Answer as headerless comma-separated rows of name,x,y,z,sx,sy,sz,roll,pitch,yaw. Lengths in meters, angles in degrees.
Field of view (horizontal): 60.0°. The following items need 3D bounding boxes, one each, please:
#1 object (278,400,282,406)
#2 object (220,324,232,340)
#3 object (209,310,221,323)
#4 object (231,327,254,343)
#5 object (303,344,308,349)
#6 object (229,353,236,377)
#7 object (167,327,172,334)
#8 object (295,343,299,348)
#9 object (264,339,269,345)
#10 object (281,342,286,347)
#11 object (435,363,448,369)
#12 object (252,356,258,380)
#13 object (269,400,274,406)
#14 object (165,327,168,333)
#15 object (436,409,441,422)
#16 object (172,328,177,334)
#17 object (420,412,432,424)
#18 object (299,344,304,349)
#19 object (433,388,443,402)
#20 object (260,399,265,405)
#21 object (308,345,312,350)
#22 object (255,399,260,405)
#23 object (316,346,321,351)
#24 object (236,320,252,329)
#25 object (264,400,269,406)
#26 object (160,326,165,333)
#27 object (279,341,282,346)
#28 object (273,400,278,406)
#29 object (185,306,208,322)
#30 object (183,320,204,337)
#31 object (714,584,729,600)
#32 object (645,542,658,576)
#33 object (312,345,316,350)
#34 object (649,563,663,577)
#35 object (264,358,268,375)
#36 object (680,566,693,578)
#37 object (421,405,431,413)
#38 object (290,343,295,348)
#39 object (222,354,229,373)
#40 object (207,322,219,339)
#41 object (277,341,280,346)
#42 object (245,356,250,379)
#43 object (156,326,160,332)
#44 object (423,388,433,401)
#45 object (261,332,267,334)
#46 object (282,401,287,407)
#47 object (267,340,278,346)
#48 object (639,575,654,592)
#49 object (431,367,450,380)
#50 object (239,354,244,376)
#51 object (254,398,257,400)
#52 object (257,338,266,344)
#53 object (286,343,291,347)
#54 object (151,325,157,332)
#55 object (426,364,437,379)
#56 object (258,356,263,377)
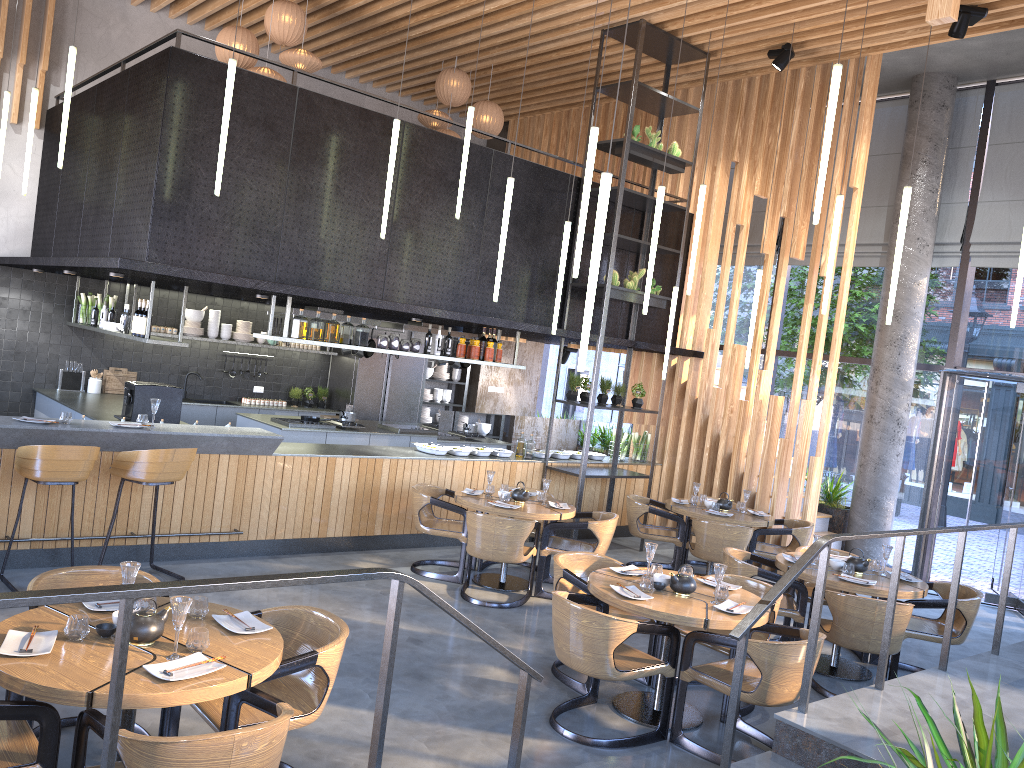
object,-3.256,0.273,12.442,0.062,0.078,0.062,6,2,-35
object,-3.832,-0.697,11.883,0.143,0.214,0.149,7,2,-12
object,-3.947,-0.874,11.761,0.143,0.214,0.149,7,2,-12
object,-3.655,-0.670,12.048,0.304,0.195,0.300,6,2,-29
object,-2.925,-0.533,12.569,0.062,0.078,0.062,6,2,-35
object,-3.818,-0.259,12.161,0.104,0.336,0.031,6,3,-41
object,-4.385,-0.685,11.354,0.062,0.078,0.062,9,3,44
object,-3.026,-0.543,12.483,0.062,0.078,0.062,6,2,-35
object,-3.404,-0.591,12.318,0.118,0.083,0.118,7,2,-8
object,-3.179,-0.559,12.352,0.062,0.078,0.062,6,2,-35
object,-1.131,-0.297,14.228,0.204,0.106,0.204,8,2,16
object,-3.581,-0.222,12.371,0.033,0.363,0.024,6,3,-40
object,-3.356,0.263,12.356,0.062,0.078,0.062,6,2,-35
object,-4.428,-0.692,11.406,0.062,0.078,0.062,9,3,44
object,-1.095,0.539,14.224,0.249,0.243,0.248,8,2,5
object,-4.335,-0.680,11.396,0.062,0.078,0.062,9,3,44
object,-1.412,0.531,14.033,0.304,0.195,0.300,6,2,-29
object,-2.975,-0.538,12.527,0.062,0.078,0.062,6,2,-35
object,-1.191,0.180,14.232,0.143,0.214,0.149,7,2,-12
object,-3.457,0.253,12.270,0.062,0.078,0.062,6,2,-35
object,-2.876,-0.528,12.612,0.062,0.078,0.062,6,2,-35
object,-3.507,0.247,12.227,0.062,0.078,0.062,6,2,-35
object,-2.776,-0.518,12.697,0.062,0.078,0.062,6,2,-35
object,-3.637,-0.802,12.046,0.204,0.106,0.204,8,2,16
object,-3.406,0.258,12.314,0.062,0.078,0.062,6,2,-35
object,-4.479,-0.697,11.363,0.062,0.078,0.062,9,3,44
object,-3.222,-0.566,12.404,0.062,0.078,0.062,6,2,-35
object,-3.307,0.268,12.399,0.062,0.078,0.062,6,2,-35
object,-4.156,-0.916,11.608,0.249,0.243,0.248,6,3,-40
object,-4.182,-0.724,11.596,0.304,0.195,0.300,6,2,-29
object,1.259,1.253,5.329,0.086,0.086,0.086,9,2,36
object,0.867,1.121,5.601,0.082,0.227,0.082,8,2,19
object,-2.826,-0.523,12.654,0.062,0.078,0.062,6,2,-35
object,0.920,1.197,5.662,0.086,0.086,0.086,7,2,-15
object,-3.438,-0.259,12.434,0.074,0.256,0.074,8,2,5
object,1.124,1.222,5.712,0.086,0.086,0.086,7,2,-15
object,-1.394,0.399,14.031,0.204,0.106,0.204,8,2,16
object,-3.076,-0.548,12.440,0.062,0.078,0.062,6,2,-35
object,-3.876,-0.291,12.054,0.103,0.280,0.103,8,2,2
object,-3.968,-0.711,11.767,0.143,0.214,0.149,7,2,-12
object,-3.268,-0.574,12.459,0.062,0.078,0.062,6,2,-35
object,-3.655,-0.243,12.306,0.068,0.337,0.024,6,3,-40
object,-4.528,-0.702,11.320,0.062,0.078,0.062,9,3,44
object,-1.405,0.168,14.062,0.304,0.195,0.300,6,2,-29
object,-3.412,-0.673,12.251,0.118,0.083,0.118,9,2,38
object,-3.207,0.278,12.484,0.062,0.078,0.062,6,2,-35
object,-3.293,-0.567,12.194,0.146,0.073,0.146,8,2,22
object,0.805,1.195,5.298,0.086,0.086,0.086,8,2,7
object,-1.149,-0.165,14.230,0.304,0.195,0.300,6,2,-29
object,-3.727,-0.265,12.233,0.062,0.306,0.038,6,3,-40
object,-3.551,0.240,12.279,0.062,0.078,0.062,6,2,-35
object,-3.454,-0.593,12.198,0.118,0.083,0.118,7,2,-12
object,-3.127,-0.553,12.397,0.062,0.078,0.062,6,2,-35
object,-4.534,-0.700,11.226,0.062,0.078,0.062,9,3,44
object,-1.359,-0.211,13.970,0.249,0.243,0.248,6,3,-40
object,-3.527,-0.249,12.423,0.035,0.298,0.032,7,2,1
